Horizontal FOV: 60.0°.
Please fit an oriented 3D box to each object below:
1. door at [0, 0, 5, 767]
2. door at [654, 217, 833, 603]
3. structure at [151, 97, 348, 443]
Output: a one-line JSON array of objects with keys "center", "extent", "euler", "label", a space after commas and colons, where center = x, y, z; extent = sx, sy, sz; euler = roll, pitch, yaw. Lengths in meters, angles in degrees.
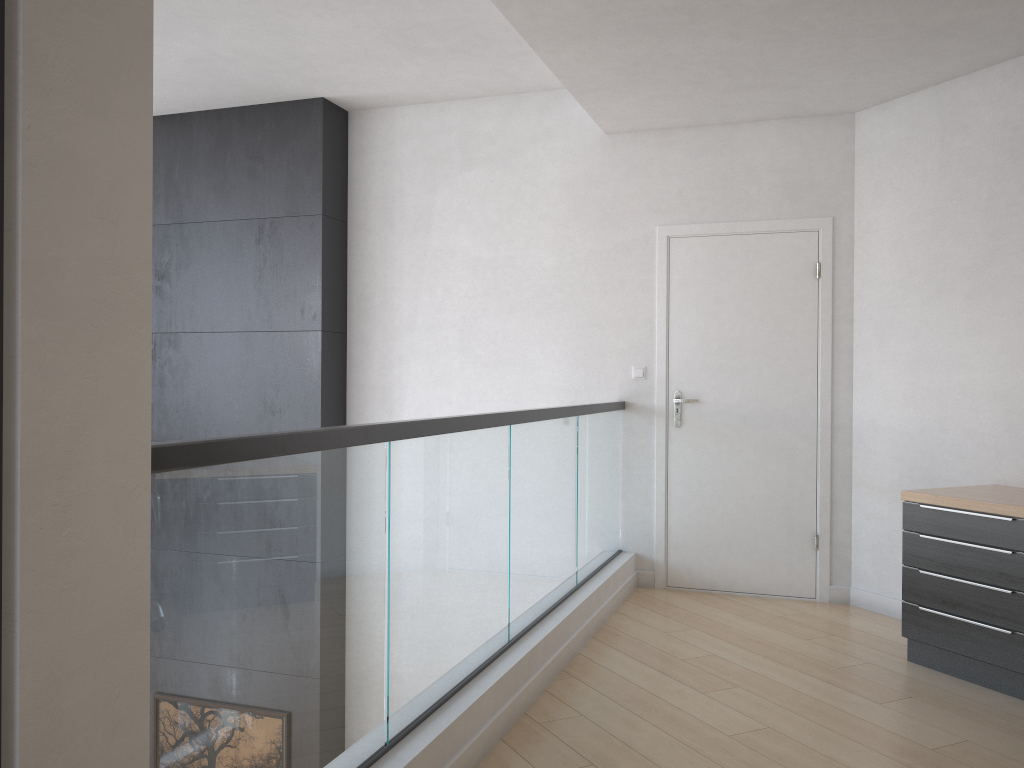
[{"center": [-1.278, -0.246, 0.938], "extent": [0.924, 2.500, 0.905], "euler": [0, 0, 19], "label": "door"}, {"center": [1.307, 0.141, 5.067], "extent": [0.974, 2.136, 0.085], "euler": [0, 0, 19], "label": "door"}, {"center": [-1.937, 1.358, 5.813], "extent": [1.500, 6.351, 0.722], "euler": [0, 0, 19], "label": "structure"}]
